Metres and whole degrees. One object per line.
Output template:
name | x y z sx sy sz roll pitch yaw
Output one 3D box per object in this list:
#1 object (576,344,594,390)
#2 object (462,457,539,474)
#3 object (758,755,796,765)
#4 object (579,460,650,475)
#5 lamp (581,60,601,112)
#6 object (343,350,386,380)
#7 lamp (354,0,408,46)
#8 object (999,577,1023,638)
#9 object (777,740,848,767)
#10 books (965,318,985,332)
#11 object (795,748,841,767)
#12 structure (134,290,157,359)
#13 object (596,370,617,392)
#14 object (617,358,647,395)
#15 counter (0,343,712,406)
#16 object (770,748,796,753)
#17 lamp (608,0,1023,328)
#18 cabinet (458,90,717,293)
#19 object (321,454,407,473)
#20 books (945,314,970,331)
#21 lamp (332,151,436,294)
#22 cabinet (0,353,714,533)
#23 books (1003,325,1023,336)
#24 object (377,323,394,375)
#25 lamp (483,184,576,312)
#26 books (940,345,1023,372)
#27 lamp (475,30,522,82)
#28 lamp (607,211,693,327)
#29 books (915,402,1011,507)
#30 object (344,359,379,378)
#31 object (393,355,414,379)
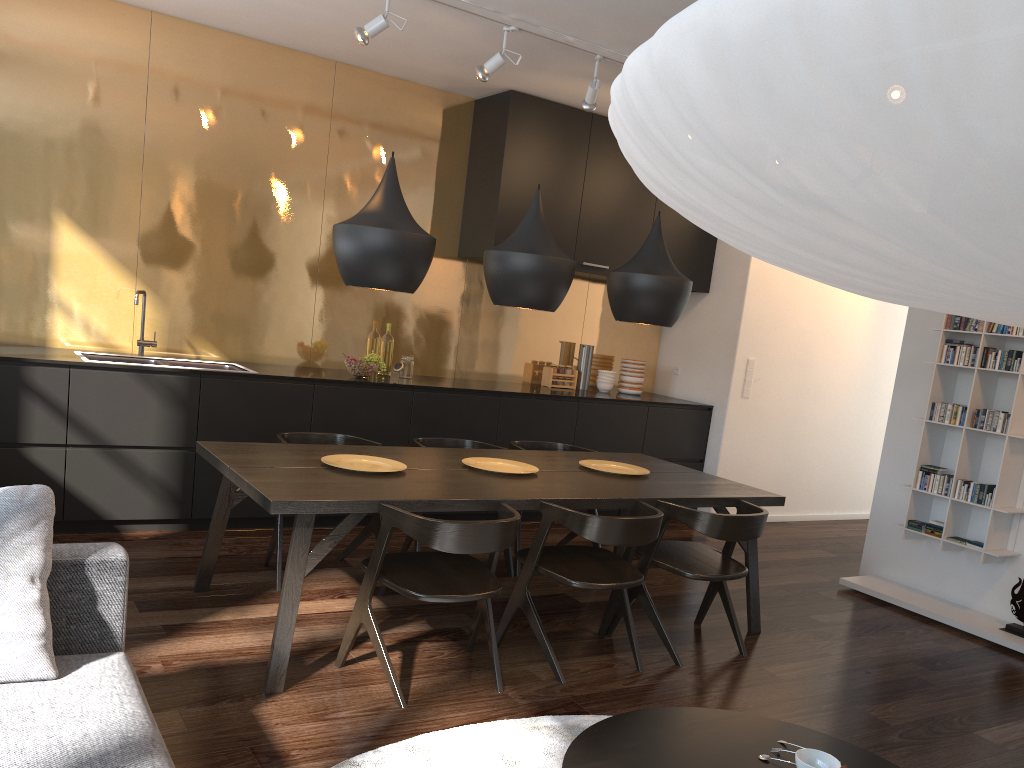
object | 0.565 -0.128 6.762 0.164 0.343 0.113 3 9 -29
object | -0.054 0.379 4.051 0.353 0.017 0.355 10 5 38
object | 0.605 0.834 1.943 0.123 0.010 0.026 9 5 23
object | 0.509 0.421 4.409 0.356 0.017 0.352 5 5 -29
lamp | 0.358 -0.845 5.599 0.089 1.865 1.818 7 6 2
object | -0.909 -0.125 5.434 0.176 0.174 0.239 13 8 42
lamp | -0.592 -1.664 4.038 0.251 0.241 0.084 8 8 8
object | 2.695 1.140 4.605 0.121 0.354 0.210 2 9 -32
object | 0.680 0.837 2.002 0.166 0.015 0.015 11 8 44
books | 2.565 -0.334 4.838 0.096 0.108 0.113 3 8 -32
object | 0.655 0.817 1.854 0.139 0.070 0.090 5 6 -21
structure | -2.055 -0.327 4.965 0.109 0.389 0.263 5 8 -17
object | 0.724 -0.021 6.819 0.158 0.162 0.152 6 7 -4
object | 0.935 -0.055 6.916 0.196 0.267 0.197 11 8 31
counter | -0.783 -0.039 5.686 5.069 0.002 0.724 4 5 -32
object | 0.658 0.836 1.966 0.162 0.016 0.025 10 6 32
lamp | 0.828 -0.155 0.971 1.468 0.212 1.459 7 4 4
cabinet | 0.639 -1.311 6.394 1.958 1.061 0.526 4 8 -32
object | -0.617 0.337 3.692 0.356 0.017 0.352 5 5 -29
books | 2.500 -0.348 4.940 0.096 0.105 0.100 3 8 -32
lamp | -0.502 -0.650 3.532 0.411 0.546 0.407 7 7 1
cabinet | -0.837 0.407 5.753 5.071 0.909 0.725 4 7 -32
books | 2.689 -0.308 4.653 0.122 0.114 0.135 3 7 -32
object | -0.834 -0.234 5.883 0.091 0.343 0.091 11 9 24
lamp | 0.086 -0.605 3.907 0.408 0.546 0.410 12 8 33
books | 2.587 -0.141 4.822 0.122 0.114 0.463 3 6 -33
lamp | -0.056 -1.623 4.389 0.249 0.242 0.085 10 8 23
lamp | 0.675 -0.561 4.282 0.410 0.546 0.408 9 7 15
books | 2.519 0.381 4.899 0.122 0.516 0.464 2 8 -32
object | -0.930 -0.089 5.445 0.218 0.098 0.217 8 5 15
object | -0.704 -0.116 5.801 0.087 0.153 0.176 12 8 34
